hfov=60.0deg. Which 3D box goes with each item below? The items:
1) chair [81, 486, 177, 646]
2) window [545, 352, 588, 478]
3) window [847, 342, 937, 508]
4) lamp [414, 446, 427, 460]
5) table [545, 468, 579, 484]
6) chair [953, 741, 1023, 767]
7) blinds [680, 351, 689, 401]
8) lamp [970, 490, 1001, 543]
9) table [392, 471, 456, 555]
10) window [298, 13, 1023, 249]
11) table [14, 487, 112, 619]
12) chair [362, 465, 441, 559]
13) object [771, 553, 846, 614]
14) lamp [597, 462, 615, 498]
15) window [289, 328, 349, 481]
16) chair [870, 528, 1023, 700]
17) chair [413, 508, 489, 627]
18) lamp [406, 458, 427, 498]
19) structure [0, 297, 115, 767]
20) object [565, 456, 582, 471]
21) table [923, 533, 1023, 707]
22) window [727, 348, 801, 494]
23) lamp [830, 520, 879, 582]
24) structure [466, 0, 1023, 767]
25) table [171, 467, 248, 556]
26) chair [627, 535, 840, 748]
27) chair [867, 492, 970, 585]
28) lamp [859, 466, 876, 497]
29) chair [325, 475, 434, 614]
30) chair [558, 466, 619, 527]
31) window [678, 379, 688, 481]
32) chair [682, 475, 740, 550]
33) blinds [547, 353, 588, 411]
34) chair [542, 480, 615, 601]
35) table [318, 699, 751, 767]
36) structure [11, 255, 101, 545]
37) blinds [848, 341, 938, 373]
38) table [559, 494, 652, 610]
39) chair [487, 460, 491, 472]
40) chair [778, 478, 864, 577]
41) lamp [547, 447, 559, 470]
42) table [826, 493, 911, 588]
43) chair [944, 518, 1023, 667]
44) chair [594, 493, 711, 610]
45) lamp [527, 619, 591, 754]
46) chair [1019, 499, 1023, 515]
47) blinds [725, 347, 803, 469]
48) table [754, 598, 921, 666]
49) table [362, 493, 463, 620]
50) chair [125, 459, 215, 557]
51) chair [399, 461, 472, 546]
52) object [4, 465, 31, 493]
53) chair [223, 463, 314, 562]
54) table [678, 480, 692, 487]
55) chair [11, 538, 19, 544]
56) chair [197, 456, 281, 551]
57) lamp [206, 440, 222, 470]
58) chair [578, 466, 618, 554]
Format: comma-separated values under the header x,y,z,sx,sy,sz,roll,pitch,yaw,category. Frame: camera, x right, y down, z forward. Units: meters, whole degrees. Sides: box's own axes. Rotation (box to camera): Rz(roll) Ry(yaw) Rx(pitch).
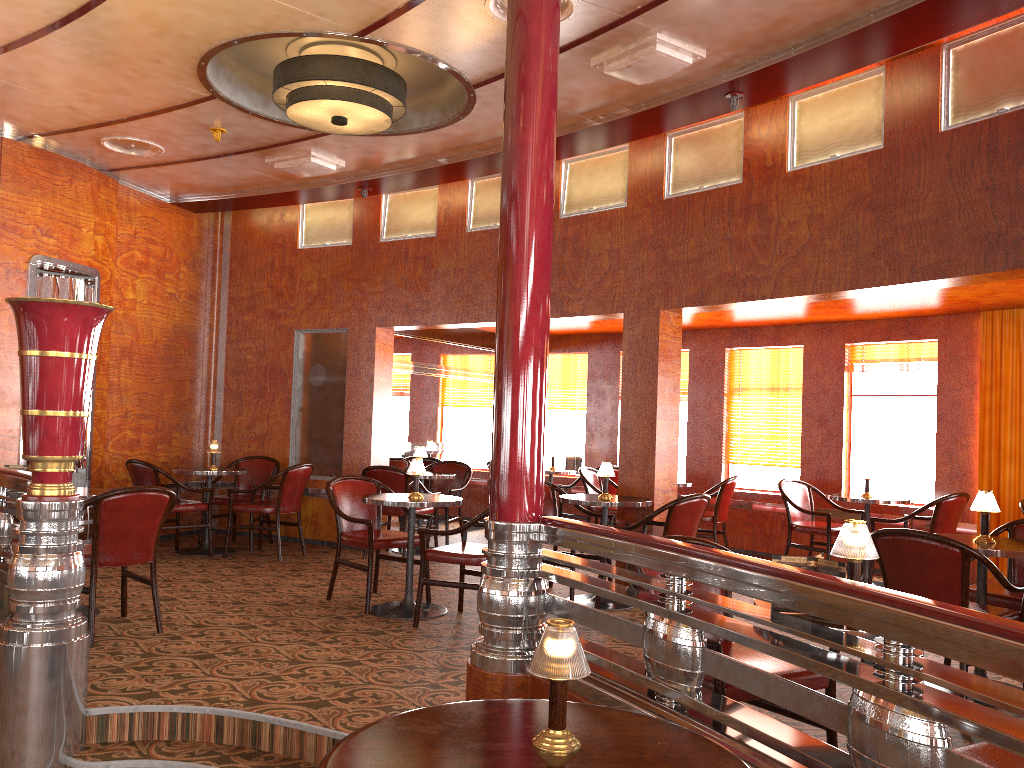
x,y,z,sx,sy,sz,roll,pitch,yaw,category
-2.186,0.943,4.831,0.615,0.816,0.588,0,-3,37,chair
0.533,0.356,10.316,0.838,1.436,0.151,1,-2,33,window
3.379,0.348,7.855,0.040,1.420,0.820,4,-2,-41,window
-0.852,0.705,8.262,0.130,0.250,0.130,4,-3,-40,lamp
0.419,1.301,9.758,0.640,0.720,0.640,3,-2,-17,table
1.378,0.945,2.041,0.588,0.816,0.615,3,-2,-28,chair
1.551,-0.082,9.573,0.803,0.539,0.057,0,-3,38,blinds
2.294,0.640,4.300,0.130,0.250,0.130,4,-3,-40,lamp
-0.851,1.189,8.232,0.639,0.720,0.640,1,-2,32,table
1.722,-1.628,4.063,1.957,0.480,11.949,3,-3,-30,window
-2.666,0.990,5.186,0.639,0.720,0.640,1,-2,32,table
-1.008,1.116,7.803,0.588,0.816,0.615,1,-2,22,chair
0.837,0.552,2.406,0.195,0.156,0.169,3,-2,-28,object
0.652,0.664,6.153,0.130,0.250,0.130,3,-2,-31,lamp
-1.780,0.199,8.573,0.806,1.440,0.257,1,-2,28,window
1.943,1.052,4.005,0.615,0.816,0.588,4,-3,-38,chair
-0.175,1.035,5.311,0.615,0.816,0.588,1,-2,27,chair
-0.609,0.597,5.639,0.130,0.250,0.130,4,-3,-40,lamp
-2.775,0.704,4.521,3.169,2.023,0.624,0,-3,43,structure
0.658,0.864,9.597,0.169,0.156,0.195,2,-2,-5,object
2.270,1.125,4.290,0.639,0.720,0.640,2,-2,14,table
2.512,0.358,8.768,0.820,1.420,0.040,0,-3,44,window
0.975,0.515,2.525,0.130,0.250,0.130,4,-3,-40,lamp
0.849,-0.092,1.531,0.549,3.604,4.354,3,-2,-23,structure
-2.653,1.103,7.739,0.639,0.720,0.640,1,-2,32,table
0.710,0.966,3.035,0.588,0.816,0.615,3,-2,-28,chair
3.182,1.223,6.867,0.588,0.816,0.615,4,-3,-38,chair
2.890,0.790,7.209,0.130,0.250,0.130,2,-2,-6,lamp
-0.925,1.035,5.908,0.615,0.816,0.588,0,-3,42,chair
0.862,1.249,9.321,0.588,0.816,0.615,3,-2,-30,chair
1.564,0.361,9.595,0.820,1.420,0.040,0,-2,38,window
1.768,1.230,8.158,0.615,0.816,0.588,1,-2,27,chair
0.530,-0.024,10.303,0.803,0.661,0.050,1,-2,33,blinds
0.341,1.100,6.357,0.615,0.816,0.588,0,-3,37,chair
0.037,1.211,1.690,0.850,0.960,0.850,3,-2,-18,table
-3.493,0.219,6.897,0.557,2.353,0.812,1,-2,24,structure
3.365,-0.235,7.843,0.057,0.258,0.803,4,-3,-41,blinds
0.633,1.148,6.130,0.639,0.720,0.640,1,-2,32,table
0.035,1.228,9.497,0.615,0.816,0.588,3,-2,-30,chair
2.589,1.232,7.545,0.588,0.816,0.615,4,-3,-38,chair
0.454,0.817,9.749,0.130,0.250,0.130,2,-2,-4,lamp
2.878,1.275,7.195,0.639,0.720,0.640,1,-2,21,table
2.649,1.101,4.552,0.615,0.816,0.588,3,-2,-33,chair
0.947,1.094,5.738,0.615,0.816,0.588,0,-3,42,chair
0.095,0.613,1.817,0.130,0.250,0.130,2,-2,14,lamp
3.773,1.204,5.969,0.588,0.816,0.615,4,-3,-38,chair
2.485,0.232,8.739,0.803,1.173,0.050,0,-3,44,blinds
1.006,1.001,2.507,0.640,0.720,0.640,3,-2,-27,table
-0.646,1.081,5.639,0.639,0.720,0.640,1,-2,32,table
-2.901,1.032,7.411,0.588,0.816,0.615,0,-3,37,chair
-0.718,1.164,8.655,0.588,0.816,0.615,1,-2,22,chair
-2.782,0.543,5.103,0.195,0.156,0.169,2,-2,-3,object
-2.041,1.071,7.612,0.615,0.816,0.588,1,-2,17,chair
1.353,1.271,8.328,0.639,0.720,0.640,2,-2,14,table
-3.213,0.936,5.502,0.615,0.816,0.588,1,-2,22,chair
-2.486,1.082,8.215,0.588,0.816,0.615,2,-2,12,chair
-2.609,0.620,7.758,0.130,0.250,0.130,4,-3,-40,lamp
0.944,1.217,8.522,0.615,0.816,0.588,1,-2,27,chair
